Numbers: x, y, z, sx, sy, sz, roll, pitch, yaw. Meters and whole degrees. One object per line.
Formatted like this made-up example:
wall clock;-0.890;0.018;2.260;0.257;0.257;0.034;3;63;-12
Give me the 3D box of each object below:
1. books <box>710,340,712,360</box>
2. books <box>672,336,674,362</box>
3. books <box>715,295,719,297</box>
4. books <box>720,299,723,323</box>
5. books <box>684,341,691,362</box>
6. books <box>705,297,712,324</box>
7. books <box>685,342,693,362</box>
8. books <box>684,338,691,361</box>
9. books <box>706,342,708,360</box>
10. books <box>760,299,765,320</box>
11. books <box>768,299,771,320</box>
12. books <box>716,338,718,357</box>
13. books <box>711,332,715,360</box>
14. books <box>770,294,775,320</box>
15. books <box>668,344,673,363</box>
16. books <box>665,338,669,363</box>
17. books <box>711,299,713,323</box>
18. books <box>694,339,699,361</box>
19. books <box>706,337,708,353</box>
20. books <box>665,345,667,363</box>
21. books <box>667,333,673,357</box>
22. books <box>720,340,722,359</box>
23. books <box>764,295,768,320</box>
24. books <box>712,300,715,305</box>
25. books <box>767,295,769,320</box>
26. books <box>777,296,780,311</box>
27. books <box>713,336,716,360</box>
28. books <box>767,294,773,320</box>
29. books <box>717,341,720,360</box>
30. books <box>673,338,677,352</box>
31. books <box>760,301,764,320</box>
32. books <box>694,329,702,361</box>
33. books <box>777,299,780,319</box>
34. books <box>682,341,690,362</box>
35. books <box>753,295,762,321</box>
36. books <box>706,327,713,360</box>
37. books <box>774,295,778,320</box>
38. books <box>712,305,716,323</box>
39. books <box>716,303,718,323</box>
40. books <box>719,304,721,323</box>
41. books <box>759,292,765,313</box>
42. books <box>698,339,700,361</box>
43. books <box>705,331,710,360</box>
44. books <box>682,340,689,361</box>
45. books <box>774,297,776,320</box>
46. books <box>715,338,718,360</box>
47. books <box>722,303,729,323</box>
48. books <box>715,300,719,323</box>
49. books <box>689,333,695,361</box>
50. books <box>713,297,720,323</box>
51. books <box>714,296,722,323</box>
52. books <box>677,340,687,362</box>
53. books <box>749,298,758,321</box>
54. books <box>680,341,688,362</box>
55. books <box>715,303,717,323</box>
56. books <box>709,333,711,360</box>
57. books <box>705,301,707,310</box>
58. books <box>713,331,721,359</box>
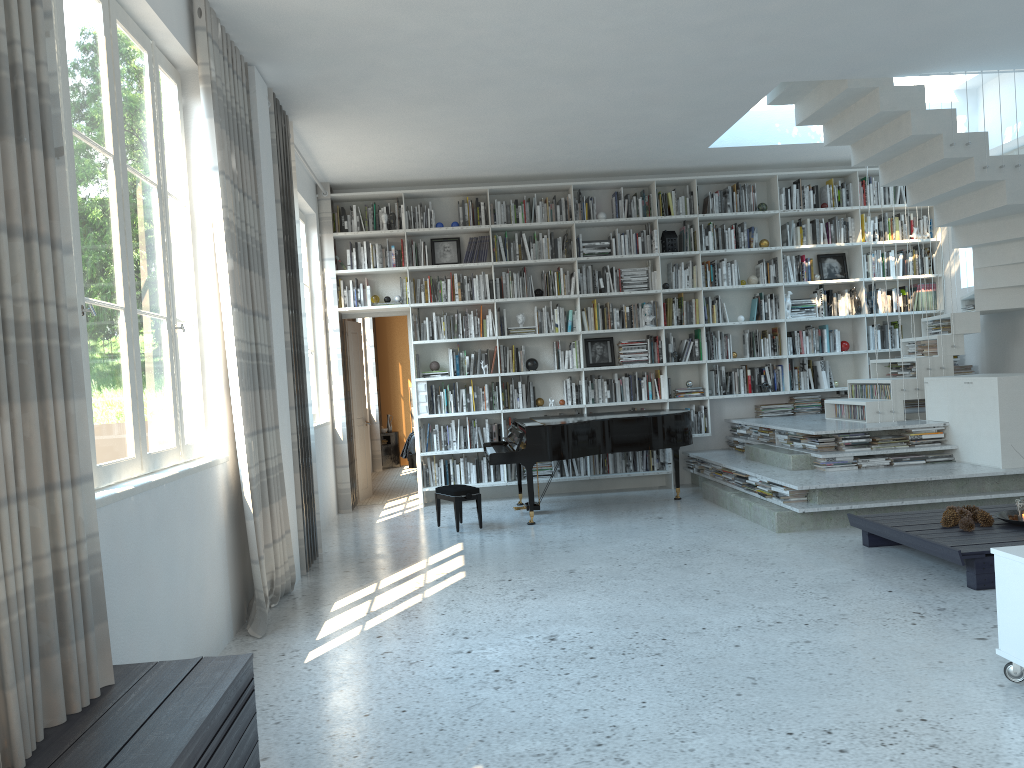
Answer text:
books;2.036;-0.347;9.164;0.013;0.204;0.154;-4;1;-4
books;1.640;-0.353;9.141;0.012;0.266;0.157;-4;1;-4
books;2.136;-0.770;9.202;0.011;0.300;0.088;-4;1;-4
books;2.150;-0.748;9.170;0.007;0.254;0.161;-4;1;-4
books;1.795;-0.335;9.154;0.090;0.215;0.139;-4;1;-4
books;2.015;-0.751;9.127;0.013;0.279;0.191;-4;1;-4
books;1.809;-0.330;9.144;0.091;0.205;0.169;-4;1;-4
books;1.790;-0.347;9.144;0.094;0.238;0.149;-4;1;-4
books;1.988;-0.336;9.160;0.015;0.188;0.168;-4;1;-4
books;2.574;-0.757;9.183;0.013;0.219;0.187;-4;1;-4
books;2.639;-0.764;9.183;0.012;0.224;0.178;-4;1;-4
books;2.092;-0.358;9.158;0.013;0.218;0.160;-4;1;-4
books;2.057;-0.388;9.150;0.005;0.284;0.159;-4;1;-4
books;2.679;-0.791;9.179;0.012;0.273;0.183;-4;1;-4
books;1.612;-0.314;9.115;0.027;0.192;0.182;-4;1;-4
books;1.581;-0.343;9.132;0.028;0.253;0.142;-4;1;-4
books;2.042;-0.742;9.158;0.013;0.256;0.144;-4;1;-4
books;1.881;-0.347;9.133;0.029;0.223;0.171;-4;1;-4
books;1.999;-0.362;9.169;0.011;0.239;0.136;-4;1;-4
books;1.555;-0.346;9.134;0.024;0.263;0.154;-4;1;-4
books;1.627;-0.373;9.130;0.013;0.307;0.141;-4;1;-4
books;2.138;-0.353;9.171;0.013;0.203;0.167;-4;1;-4
books;2.607;-0.781;9.187;0.018;0.263;0.165;-4;1;-4
books;2.070;-0.737;9.155;0.008;0.242;0.169;-4;1;-4
books;2.624;-0.780;9.189;0.015;0.259;0.152;-4;1;-4
books;2.750;-0.781;9.194;0.010;0.245;0.158;-4;1;-4
books;2.067;-0.371;9.154;0.013;0.249;0.165;-4;1;-4
books;2.655;-0.790;9.199;0.032;0.274;0.154;-4;1;-4
books;2.106;-0.343;9.154;0.013;0.186;0.183;-4;1;-4
books;1.664;-0.346;9.143;0.035;0.248;0.141;-4;1;-4
books;2.565;-0.752;9.182;0.006;0.210;0.188;-4;1;-4
books;1.920;-0.400;9.143;0.014;0.325;0.182;-4;1;-4
books;2.734;-0.764;9.203;0.023;0.212;0.164;-4;1;-4
books;1.776;-0.332;9.145;0.090;0.212;0.143;-4;1;-4
books;2.541;-0.778;9.187;0.021;0.264;0.174;-4;1;-4
books;2.041;-0.417;9.173;0.007;0.342;0.149;-4;1;-4
books;2.717;-0.783;9.185;0.011;0.253;0.169;-4;1;-4
books;2.061;-0.711;9.129;0.017;0.192;0.191;-4;1;-4
books;2.092;-0.723;9.149;0.007;0.212;0.158;-4;1;-4
books;2.119;-0.756;9.159;0.006;0.274;0.167;-4;1;-4
books;2.583;-0.796;9.199;0.013;0.295;0.154;-4;1;-4
books;1.905;-0.350;9.146;0.021;0.226;0.148;-4;1;-4
books;2.012;-0.391;9.156;0.018;0.295;0.177;-4;1;-4
books;1.764;-0.338;9.149;0.095;0.226;0.144;-4;1;-4
books;2.704;-0.778;9.202;0.013;0.245;0.158;-4;1;-4
books;2.081;-0.361;9.144;0.011;0.226;0.188;-4;1;-4
books;2.183;-0.726;9.145;0.051;0.210;0.176;-4;1;-4
books;2.103;-0.739;9.162;0.017;0.243;0.132;-4;1;-4
books;1.857;-0.377;9.151;0.013;0.286;0.138;-4;1;-4
books;2.114;-0.753;9.153;0.006;0.270;0.178;-4;1;-4
books;2.128;-0.763;9.160;0.013;0.287;0.158;-4;1;-4
books;1.733;-0.337;9.121;0.095;0.228;0.190;-4;1;-4
books;2.505;-0.762;9.191;0.056;0.241;0.153;-4;1;-4
books;1.750;-0.329;9.127;0.089;0.210;0.175;-4;1;-4
books;2.082;-0.721;9.156;0.014;0.209;0.156;-4;1;-4
books;2.025;-0.385;9.155;0.006;0.281;0.155;-4;1;-4
books;1.991;-0.733;9.160;0.007;0.244;0.145;-4;1;-4
books;2.116;-0.399;9.152;0.014;0.297;0.175;-4;1;-4
